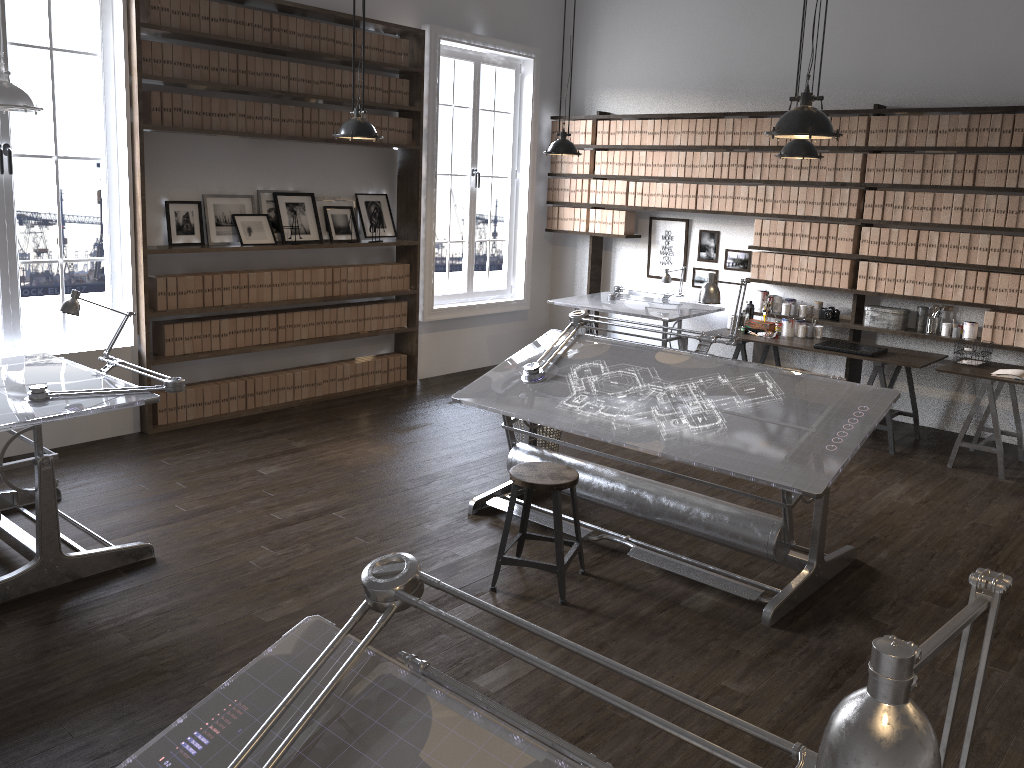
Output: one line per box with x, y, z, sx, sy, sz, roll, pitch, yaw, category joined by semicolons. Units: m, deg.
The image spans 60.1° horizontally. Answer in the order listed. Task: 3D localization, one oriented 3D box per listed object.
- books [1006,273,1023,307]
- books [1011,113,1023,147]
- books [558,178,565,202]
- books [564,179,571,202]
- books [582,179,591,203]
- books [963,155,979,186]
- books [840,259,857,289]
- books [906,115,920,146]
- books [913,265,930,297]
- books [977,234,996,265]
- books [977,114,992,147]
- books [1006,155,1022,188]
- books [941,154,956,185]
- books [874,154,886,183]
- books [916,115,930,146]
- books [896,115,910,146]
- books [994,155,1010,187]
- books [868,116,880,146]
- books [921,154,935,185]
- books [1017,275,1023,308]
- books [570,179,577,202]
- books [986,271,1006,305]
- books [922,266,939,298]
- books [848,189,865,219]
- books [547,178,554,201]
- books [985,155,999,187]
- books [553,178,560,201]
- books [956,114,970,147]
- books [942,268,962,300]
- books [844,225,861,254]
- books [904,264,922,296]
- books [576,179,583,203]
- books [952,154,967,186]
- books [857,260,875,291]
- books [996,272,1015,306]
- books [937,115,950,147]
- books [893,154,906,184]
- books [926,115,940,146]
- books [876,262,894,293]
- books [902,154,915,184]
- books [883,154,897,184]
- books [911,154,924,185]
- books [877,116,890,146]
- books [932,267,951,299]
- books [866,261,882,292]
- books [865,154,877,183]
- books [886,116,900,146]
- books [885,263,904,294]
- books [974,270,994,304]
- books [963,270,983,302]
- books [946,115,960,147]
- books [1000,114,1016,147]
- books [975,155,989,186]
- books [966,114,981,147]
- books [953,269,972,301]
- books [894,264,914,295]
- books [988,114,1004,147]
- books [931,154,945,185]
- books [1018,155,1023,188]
3.549;-0.661;6.238;0.067;0.224;0.175;11;14;40;books
3.519;-1.745;6.114;0.067;0.224;0.175;11;14;40;books
0.541;-1.914;8.751;0.067;0.223;0.175;11;14;40;books
0.592;-1.901;8.702;0.067;0.223;0.175;11;14;40;books
0.760;-1.862;8.564;0.067;0.223;0.175;11;14;40;books
3.301;-1.523;6.339;0.067;0.224;0.175;11;14;40;books
2.667;-0.870;6.996;0.067;0.224;0.175;11;14;40;books
2.999;-1.870;6.568;0.067;0.223;0.175;11;14;40;books
3.083;-0.773;6.644;0.067;0.223;0.175;11;14;40;books
3.396;-0.958;6.337;0.067;0.223;0.175;11;14;40;books
3.359;-1.784;6.257;0.067;0.223;0.175;11;14;40;books
3.507;-1.474;6.161;0.067;0.223;0.175;11;14;40;books
3.192;-1.549;6.434;0.067;0.223;0.175;11;14;40;books
2.833;-1.636;6.747;0.067;0.223;0.175;11;14;40;books
3.050;-1.857;6.522;0.067;0.223;0.175;11;14;40;books
2.944;-1.881;6.610;0.067;0.223;0.175;11;14;40;books
3.453;-1.487;6.207;0.067;0.224;0.175;11;14;40;books
2.789;-1.919;6.745;0.067;0.223;0.175;11;14;40;books
3.088;-1.575;6.528;0.067;0.223;0.175;11;14;40;books
3.603;-0.648;6.191;0.067;0.223;0.175;11;14;40;books
0.648;-1.889;8.660;0.067;0.223;0.175;11;14;40;books
3.457;-0.685;6.326;0.067;0.223;0.175;11;14;40;books
3.130;-0.760;6.598;0.067;0.224;0.175;11;14;40;books
2.694;-1.405;6.905;0.067;0.223;0.175;11;14;40;books
0.433;-1.938;8.836;0.067;0.224;0.175;11;14;40;books
3.408;-1.499;6.251;0.067;0.223;0.175;11;14;40;books
0.488;-1.927;8.797;0.067;0.223;0.175;11;14;40;books
3.252;-1.808;6.342;0.067;0.224;0.175;11;14;40;books
3.238;-0.737;6.513;0.067;0.223;0.175;11;14;40;books
2.680;-1.133;6.946;0.067;0.224;0.175;11;14;40;books
3.035;-0.784;6.683;0.067;0.223;0.175;11;14;40;books
0.701;-1.875;8.608;0.067;0.224;0.175;11;14;40;books
3.249;-1.538;6.392;0.067;0.223;0.175;11;14;40;books
2.766;-0.846;6.909;0.067;0.223;0.175;11;14;40;books
3.504;-0.673;6.282;0.067;0.223;0.175;11;14;40;books
3.156;-1.831;6.428;0.067;0.223;0.175;11;14;40;books
2.939;-1.610;6.653;0.067;0.223;0.175;11;14;40;books
3.101;-1.844;6.473;0.067;0.224;0.175;11;14;40;books
2.878;-0.822;6.823;0.067;0.223;0.175;11;14;40;books
2.987;-1.599;6.614;0.067;0.223;0.175;11;14;40;books
2.883;-1.623;6.698;0.067;0.224;0.175;11;14;40;books
3.034;-1.586;6.567;0.067;0.224;0.175;11;14;40;books
2.833;-1.907;6.701;0.067;0.224;0.175;11;14;40;books
3.184;-0.749;6.558;0.067;0.223;0.175;11;14;40;books
2.823;-0.834;6.865;0.067;0.223;0.175;11;14;40;books
2.781;-1.648;6.793;0.067;0.223;0.175;11;14;40;books
2.888;-1.894;6.654;0.067;0.223;0.175;11;14;40;books
2.929;-0.809;6.777;0.067;0.223;0.175;11;14;40;books
3.397;-0.697;6.369;0.067;0.224;0.175;11;14;40;books
3.345;-0.711;6.422;0.067;0.223;0.175;11;14;40;books
3.204;-1.820;6.389;0.067;0.223;0.175;11;14;40;books
3.466;-1.759;6.166;0.067;0.223;0.175;11;14;40;books
3.361;-1.511;6.295;0.067;0.223;0.175;11;14;40;books
3.306;-1.797;6.303;0.067;0.223;0.175;11;14;40;books
3.288;-0.723;6.464;0.067;0.223;0.175;11;14;40;books
2.979;-0.796;6.729;0.067;0.224;0.175;11;14;40;books
3.410;-1.771;6.209;0.067;0.223;0.175;11;14;40;books
3.142;-1.563;6.483;0.067;0.223;0.175;11;14;40;books
3.564;-1.462;6.117;0.067;0.223;0.175;11;14;40;books
